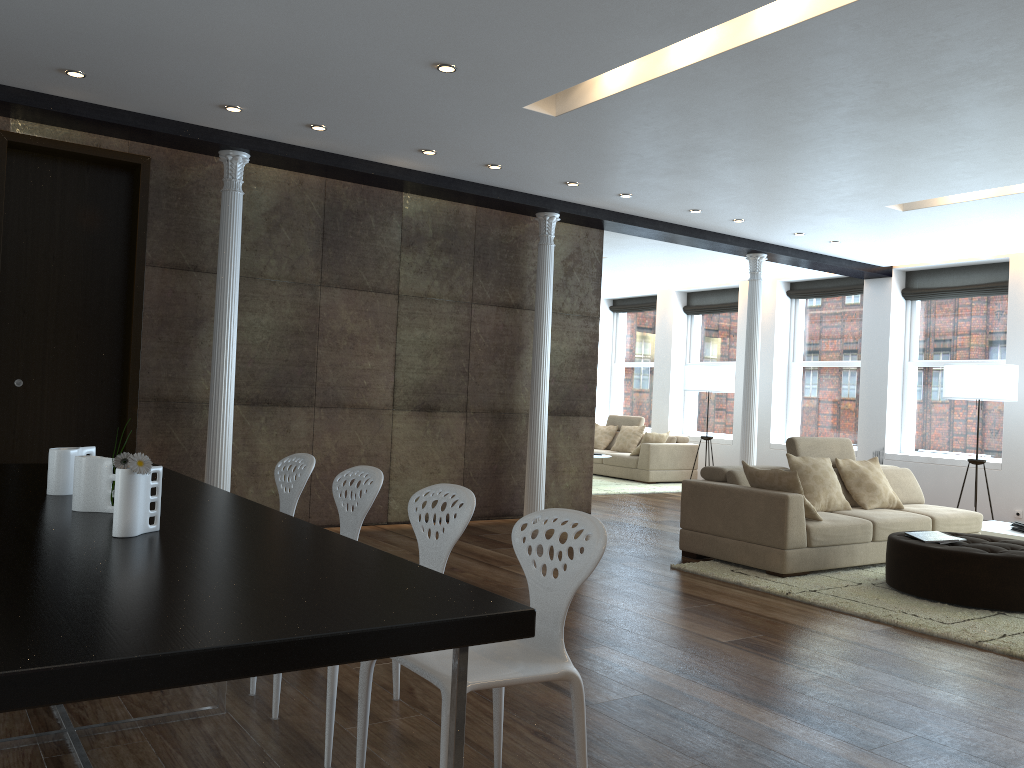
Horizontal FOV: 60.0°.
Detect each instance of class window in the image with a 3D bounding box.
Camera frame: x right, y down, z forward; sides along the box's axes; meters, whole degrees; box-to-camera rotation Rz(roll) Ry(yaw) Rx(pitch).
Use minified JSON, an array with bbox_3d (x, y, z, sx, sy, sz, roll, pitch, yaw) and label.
[{"bbox_3d":[4.403,-0.253,12.252,0.123,2.400,1.391,3,-1,-34],"label":"window"},{"bbox_3d":[5.427,-0.226,10.758,0.123,2.400,1.432,3,-1,-34],"label":"window"},{"bbox_3d":[3.233,-0.284,13.957,0.123,2.400,1.345,3,-1,-34],"label":"window"},{"bbox_3d":[2.218,-0.311,15.437,0.123,2.400,1.444,3,-1,-34],"label":"window"}]

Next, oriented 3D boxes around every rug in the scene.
[{"bbox_3d":[0.550,1.371,13.165,2.972,0.020,4.231,3,-1,-34],"label":"rug"},{"bbox_3d":[3.714,1.424,6.297,4.231,0.020,2.972,3,-1,-34],"label":"rug"}]

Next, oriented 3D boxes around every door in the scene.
[{"bbox_3d":[-3.288,-0.302,6.472,1.000,2.814,0.510,3,-1,-34],"label":"door"}]

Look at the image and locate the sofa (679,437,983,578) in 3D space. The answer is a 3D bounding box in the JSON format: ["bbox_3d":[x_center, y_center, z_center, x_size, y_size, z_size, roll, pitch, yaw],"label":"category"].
[{"bbox_3d":[2.638,0.920,7.143,2.581,0.950,1.021,3,-1,-34],"label":"sofa"}]

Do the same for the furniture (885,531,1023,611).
[{"bbox_3d":[3.010,1.197,5.781,1.057,0.355,1.057,3,-1,-33],"label":"furniture"}]

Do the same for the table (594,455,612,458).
[{"bbox_3d":[0.849,1.166,12.208,1.022,0.393,1.022,3,-1,10],"label":"table"}]

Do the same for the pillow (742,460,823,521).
[{"bbox_3d":[1.935,0.768,6.386,0.395,0.393,0.518,3,-1,-31],"label":"pillow"}]

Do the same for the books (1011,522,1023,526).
[{"bbox_3d":[4.564,1.241,7.772,0.220,0.010,0.300,3,-1,1],"label":"books"}]

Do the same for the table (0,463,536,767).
[{"bbox_3d":[-1.421,0.775,2.885,1.200,0.733,3.400,3,-1,-34],"label":"table"}]

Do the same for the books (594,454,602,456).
[{"bbox_3d":[1.093,0.978,12.355,0.300,0.010,0.220,3,-1,1],"label":"books"}]

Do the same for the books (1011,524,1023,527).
[{"bbox_3d":[4.589,1.252,7.771,0.220,0.010,0.300,3,-1,-19],"label":"books"}]

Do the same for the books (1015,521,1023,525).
[{"bbox_3d":[4.590,1.233,7.771,0.220,0.010,0.300,3,-1,6],"label":"books"}]

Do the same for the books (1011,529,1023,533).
[{"bbox_3d":[4.562,1.299,7.771,0.220,0.010,0.300,3,-1,1],"label":"books"}]

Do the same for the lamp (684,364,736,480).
[{"bbox_3d":[2.735,0.605,12.419,0.698,1.728,0.698,3,-1,-11],"label":"lamp"}]

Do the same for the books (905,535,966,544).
[{"bbox_3d":[2.770,1.008,5.807,0.219,0.031,0.300,3,-1,-19],"label":"books"}]

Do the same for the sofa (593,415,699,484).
[{"bbox_3d":[1.625,0.966,13.871,1.018,0.950,2.581,3,-1,-34],"label":"sofa"}]

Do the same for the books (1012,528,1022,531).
[{"bbox_3d":[4.587,1.291,7.771,0.220,0.010,0.300,3,-1,-14],"label":"books"}]

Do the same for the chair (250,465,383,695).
[{"bbox_3d":[-0.861,0.761,3.687,0.581,0.835,0.495,3,-1,-34],"label":"chair"}]

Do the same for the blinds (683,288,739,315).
[{"bbox_3d":[3.229,-1.301,13.936,0.156,0.393,1.342,3,-1,-34],"label":"blinds"}]

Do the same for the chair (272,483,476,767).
[{"bbox_3d":[-0.452,0.772,3.075,0.581,0.835,0.495,3,-1,-34],"label":"chair"}]

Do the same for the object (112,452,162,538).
[{"bbox_3d":[-1.032,0.304,2.473,0.076,0.233,0.161,2,-1,37],"label":"object"}]

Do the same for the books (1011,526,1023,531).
[{"bbox_3d":[4.562,1.280,7.771,0.220,0.010,0.300,3,-1,1],"label":"books"}]

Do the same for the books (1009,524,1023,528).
[{"bbox_3d":[4.563,1.261,7.771,0.220,0.010,0.300,3,-1,-9],"label":"books"}]

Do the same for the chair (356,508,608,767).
[{"bbox_3d":[-0.059,0.782,2.494,0.581,0.835,0.495,3,-1,-34],"label":"chair"}]

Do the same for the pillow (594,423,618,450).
[{"bbox_3d":[1.420,0.842,14.178,0.368,0.416,0.519,3,-1,-39],"label":"pillow"}]

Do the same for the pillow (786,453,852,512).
[{"bbox_3d":[2.428,0.778,7.013,0.534,0.439,0.301,3,-1,-31],"label":"pillow"}]

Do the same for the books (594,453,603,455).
[{"bbox_3d":[1.094,0.969,12.380,0.300,0.010,0.220,3,-1,-19],"label":"books"}]

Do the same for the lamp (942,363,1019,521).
[{"bbox_3d":[4.877,0.663,9.294,0.698,1.728,0.698,3,-1,-11],"label":"lamp"}]

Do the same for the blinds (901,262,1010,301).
[{"bbox_3d":[5.411,-1.242,10.728,0.183,0.395,1.431,3,-1,-34],"label":"blinds"}]

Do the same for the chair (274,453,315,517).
[{"bbox_3d":[-1.271,0.750,4.250,0.581,0.835,0.495,3,-1,-34],"label":"chair"}]

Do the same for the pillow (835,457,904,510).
[{"bbox_3d":[2.949,0.818,7.355,0.519,0.416,0.368,3,-1,-30],"label":"pillow"}]

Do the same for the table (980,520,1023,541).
[{"bbox_3d":[4.540,1.391,7.956,0.900,0.170,0.900,3,-1,-34],"label":"table"}]

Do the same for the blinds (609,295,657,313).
[{"bbox_3d":[2.219,-1.387,15.415,0.156,0.275,1.442,3,-1,-34],"label":"blinds"}]

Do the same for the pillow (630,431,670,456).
[{"bbox_3d":[2.018,0.863,12.908,0.518,0.393,0.395,3,-1,-38],"label":"pillow"}]

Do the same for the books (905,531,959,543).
[{"bbox_3d":[2.745,0.999,5.807,0.220,0.040,0.301,3,-1,0],"label":"books"}]

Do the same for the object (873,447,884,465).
[{"bbox_3d":[4.357,1.133,10.581,0.458,0.781,0.458,3,-1,-35],"label":"object"}]

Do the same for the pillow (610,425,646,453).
[{"bbox_3d":[1.785,0.841,13.670,0.301,0.439,0.534,3,-1,-38],"label":"pillow"}]

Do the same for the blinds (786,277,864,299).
[{"bbox_3d":[4.401,-1.329,12.232,0.156,0.275,1.396,3,-1,-34],"label":"blinds"}]
